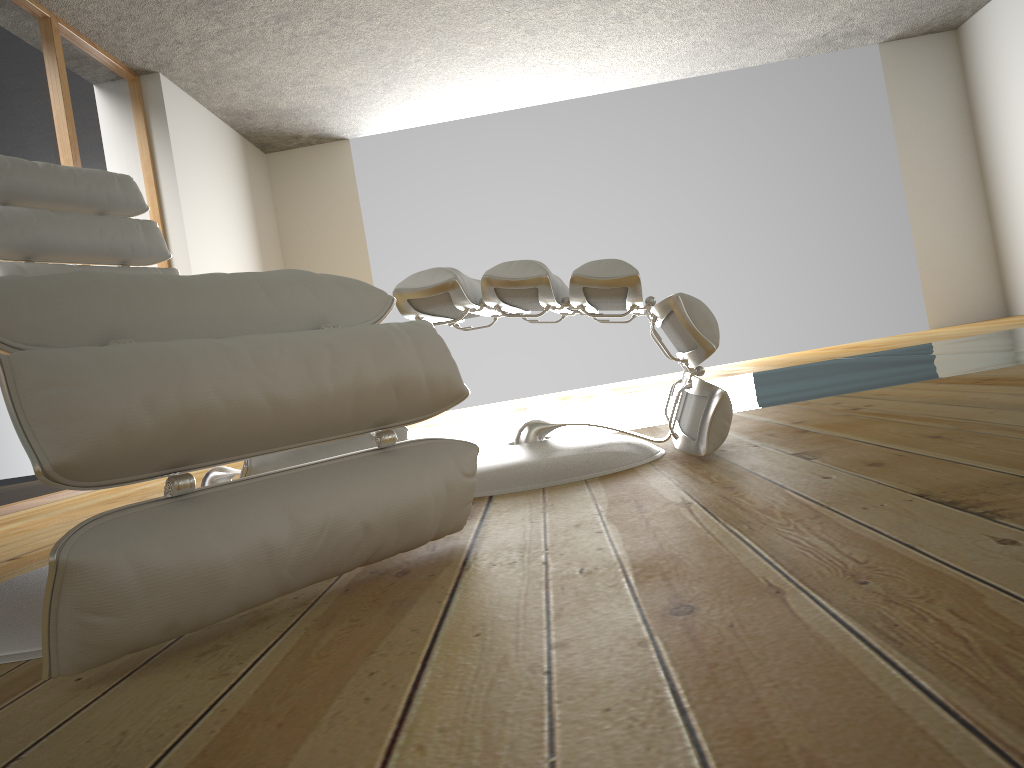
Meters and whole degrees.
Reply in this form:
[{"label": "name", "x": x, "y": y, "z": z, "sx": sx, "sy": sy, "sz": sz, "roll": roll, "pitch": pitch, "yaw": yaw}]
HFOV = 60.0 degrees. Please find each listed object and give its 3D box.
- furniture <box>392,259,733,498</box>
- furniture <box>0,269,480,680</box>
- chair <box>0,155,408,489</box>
[{"label": "furniture", "x": 0.076, "y": -0.043, "z": 1.850, "sx": 0.685, "sy": 0.439, "sz": 0.570, "roll": -10, "pitch": 0, "yaw": 9}, {"label": "furniture", "x": -0.480, "y": 0.058, "z": 1.158, "sx": 0.684, "sy": 0.439, "sz": 0.571, "roll": -10, "pitch": 0, "yaw": 37}, {"label": "chair", "x": -0.804, "y": -0.165, "z": 2.154, "sx": 0.912, "sy": 0.969, "sz": 0.570, "roll": -10, "pitch": -1, "yaw": 27}]
